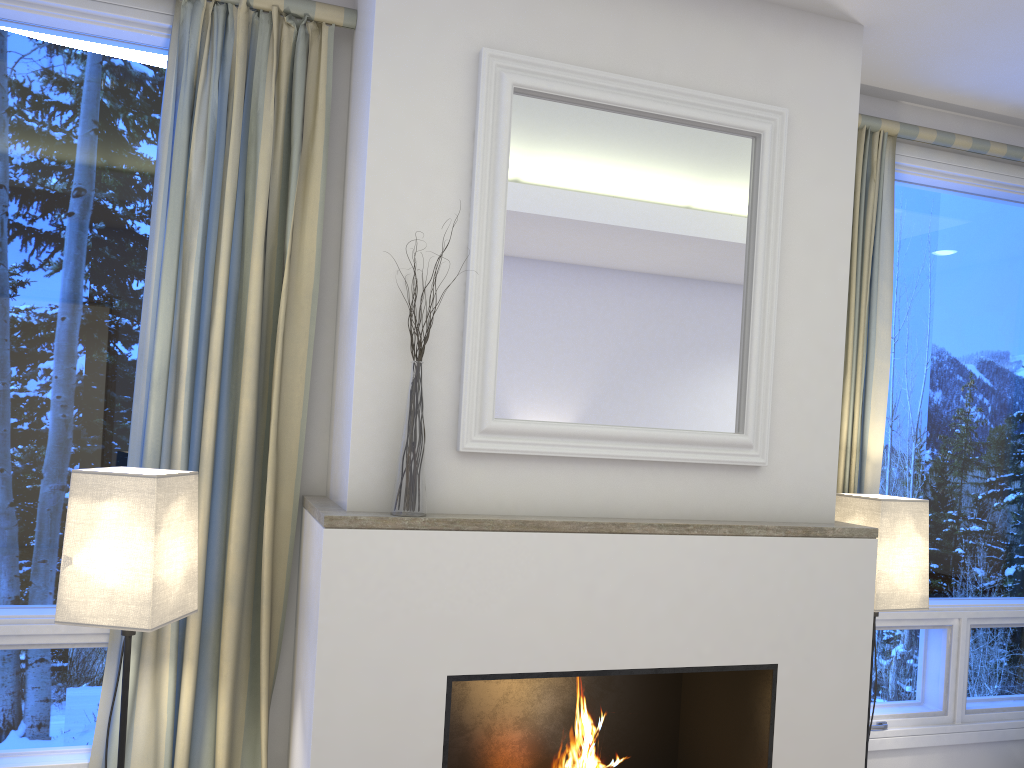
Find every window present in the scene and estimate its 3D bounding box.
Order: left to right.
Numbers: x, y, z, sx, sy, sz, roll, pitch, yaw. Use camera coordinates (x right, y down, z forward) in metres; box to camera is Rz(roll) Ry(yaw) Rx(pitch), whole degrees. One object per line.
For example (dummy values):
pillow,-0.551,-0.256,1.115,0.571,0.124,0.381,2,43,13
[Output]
window,-1.442,0.014,2.134,1.514,2.027,0.205,4,0,-19
window,1.673,0.249,3.192,1.514,2.027,0.205,4,0,-19

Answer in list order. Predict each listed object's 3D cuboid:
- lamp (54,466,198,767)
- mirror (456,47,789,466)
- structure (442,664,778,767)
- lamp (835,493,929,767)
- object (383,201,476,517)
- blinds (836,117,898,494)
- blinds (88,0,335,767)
lamp,-1.476,0.748,1.831,1.529,1.206,0.276,4,0,-6
mirror,0.299,-0.282,2.197,0.841,0.940,0.039,4,0,-19
structure,0.173,0.997,2.350,0.875,0.615,0.475,4,-1,-19
lamp,1.957,1.017,3.199,2.367,1.207,0.319,5,-1,-30
object,-0.187,-0.051,1.959,0.193,0.693,0.189,3,0,9
blinds,1.050,0.345,2.794,0.481,2.399,0.162,3,0,-18
blinds,-0.742,0.223,2.148,0.661,2.368,0.228,3,0,-14
